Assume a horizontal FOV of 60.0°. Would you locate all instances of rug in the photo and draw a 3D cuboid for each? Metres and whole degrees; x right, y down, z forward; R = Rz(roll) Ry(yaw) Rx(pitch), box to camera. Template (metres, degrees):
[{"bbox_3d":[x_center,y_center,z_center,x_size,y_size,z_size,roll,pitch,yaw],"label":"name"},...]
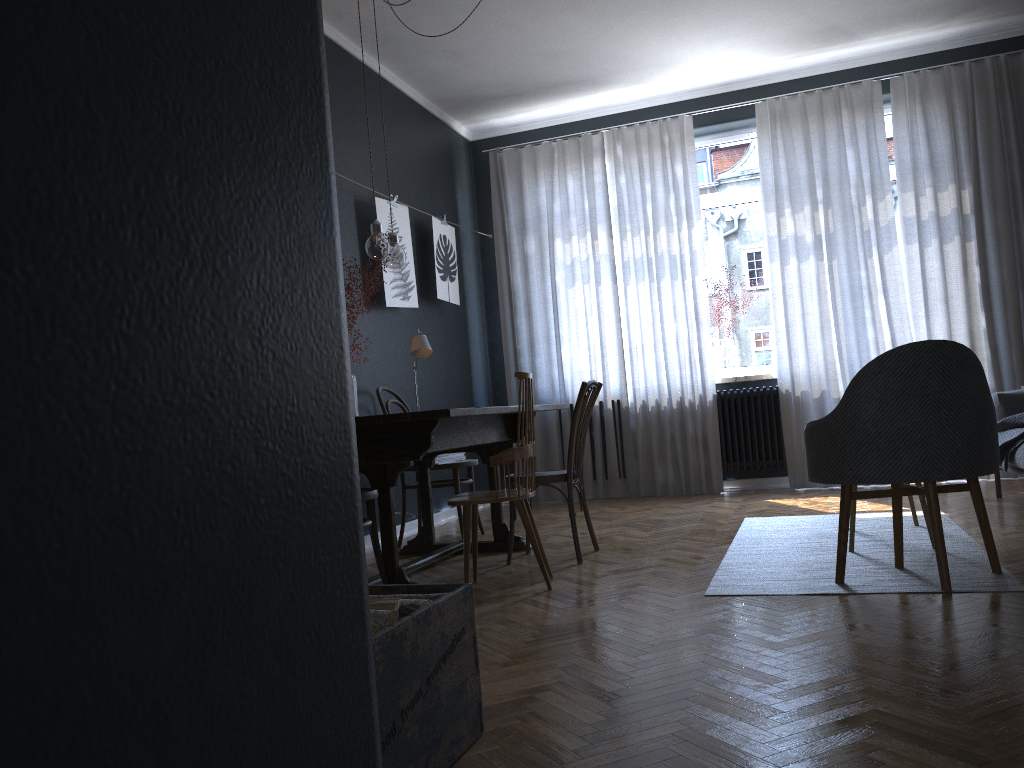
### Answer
[{"bbox_3d":[1.460,0.702,3.869,1.004,0.013,2.011,-6,-2,19],"label":"rug"}]

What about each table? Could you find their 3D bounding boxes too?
[{"bbox_3d":[-0.462,0.505,4.033,1.126,0.727,1.604,-5,-2,19],"label":"table"},{"bbox_3d":[1.642,0.416,3.948,0.339,0.549,0.787,-5,-2,19],"label":"table"}]

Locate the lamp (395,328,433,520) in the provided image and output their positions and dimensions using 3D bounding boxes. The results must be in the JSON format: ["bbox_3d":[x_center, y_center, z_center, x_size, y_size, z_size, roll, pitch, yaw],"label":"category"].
[{"bbox_3d":[-0.542,0.251,4.991,0.242,1.069,0.800,-4,-2,-27],"label":"lamp"}]

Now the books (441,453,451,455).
[{"bbox_3d":[-0.441,0.403,5.093,0.219,0.008,0.304,-6,-2,29],"label":"books"}]

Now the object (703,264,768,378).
[{"bbox_3d":[1.594,-0.455,6.563,0.514,0.809,0.599,-5,-2,-7],"label":"object"}]

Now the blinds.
[{"bbox_3d":[1.788,-0.635,6.402,3.994,2.788,0.312,-5,-1,19],"label":"blinds"}]

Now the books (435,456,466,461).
[{"bbox_3d":[-0.441,0.431,5.084,0.219,0.013,0.304,-6,-3,30],"label":"books"}]

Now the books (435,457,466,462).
[{"bbox_3d":[-0.440,0.439,5.085,0.219,0.008,0.304,-6,-3,30],"label":"books"}]

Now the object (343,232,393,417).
[{"bbox_3d":[-0.886,-0.276,4.406,0.638,0.930,0.557,-4,-2,-11],"label":"object"}]

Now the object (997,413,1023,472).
[{"bbox_3d":[2.635,0.249,4.441,0.490,0.329,0.666,-6,-2,23],"label":"object"}]

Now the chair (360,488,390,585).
[{"bbox_3d":[-0.740,0.401,3.238,0.438,0.920,0.549,-5,-2,21],"label":"chair"}]

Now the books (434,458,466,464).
[{"bbox_3d":[-0.441,0.447,5.083,0.219,0.007,0.304,-6,-3,30],"label":"books"}]

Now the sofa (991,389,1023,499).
[{"bbox_3d":[2.738,0.192,3.797,0.970,0.798,2.340,-5,-2,18],"label":"sofa"}]

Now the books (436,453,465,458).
[{"bbox_3d":[-0.444,0.415,5.096,0.219,0.006,0.304,-6,-3,30],"label":"books"}]

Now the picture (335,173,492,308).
[{"bbox_3d":[-0.853,-0.851,5.061,0.058,0.771,4.457,-5,-2,18],"label":"picture"}]

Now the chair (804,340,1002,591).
[{"bbox_3d":[1.386,0.269,3.051,0.645,0.811,0.495,-5,-1,-3],"label":"chair"}]

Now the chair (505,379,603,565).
[{"bbox_3d":[0.199,0.408,4.167,0.467,0.819,0.363,-5,-1,18],"label":"chair"}]

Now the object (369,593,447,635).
[{"bbox_3d":[-0.350,0.530,1.716,0.370,0.246,0.533,-5,-2,19],"label":"object"}]

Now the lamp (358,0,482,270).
[{"bbox_3d":[-0.120,-1.394,3.711,0.582,1.574,1.592,-4,-2,-40],"label":"lamp"}]

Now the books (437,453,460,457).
[{"bbox_3d":[-0.443,0.410,5.091,0.219,0.008,0.288,-6,-2,30],"label":"books"}]

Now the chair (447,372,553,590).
[{"bbox_3d":[-0.063,0.393,3.566,0.384,0.856,0.456,-5,-1,4],"label":"chair"}]

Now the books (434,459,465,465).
[{"bbox_3d":[-0.439,0.454,5.085,0.219,0.008,0.304,-6,-2,25],"label":"books"}]

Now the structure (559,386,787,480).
[{"bbox_3d":[1.233,0.380,6.662,1.847,0.600,0.216,-5,-2,19],"label":"structure"}]

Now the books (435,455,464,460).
[{"bbox_3d":[-0.446,0.426,5.087,0.219,0.008,0.288,-6,-3,32],"label":"books"}]

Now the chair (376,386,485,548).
[{"bbox_3d":[-0.469,0.449,5.120,0.549,0.920,0.438,-5,-1,16],"label":"chair"}]

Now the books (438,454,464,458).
[{"bbox_3d":[-0.448,0.421,5.088,0.219,0.008,0.288,-6,-3,32],"label":"books"}]

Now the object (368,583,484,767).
[{"bbox_3d":[-0.339,0.606,1.714,0.383,0.326,0.552,-5,-2,19],"label":"object"}]
